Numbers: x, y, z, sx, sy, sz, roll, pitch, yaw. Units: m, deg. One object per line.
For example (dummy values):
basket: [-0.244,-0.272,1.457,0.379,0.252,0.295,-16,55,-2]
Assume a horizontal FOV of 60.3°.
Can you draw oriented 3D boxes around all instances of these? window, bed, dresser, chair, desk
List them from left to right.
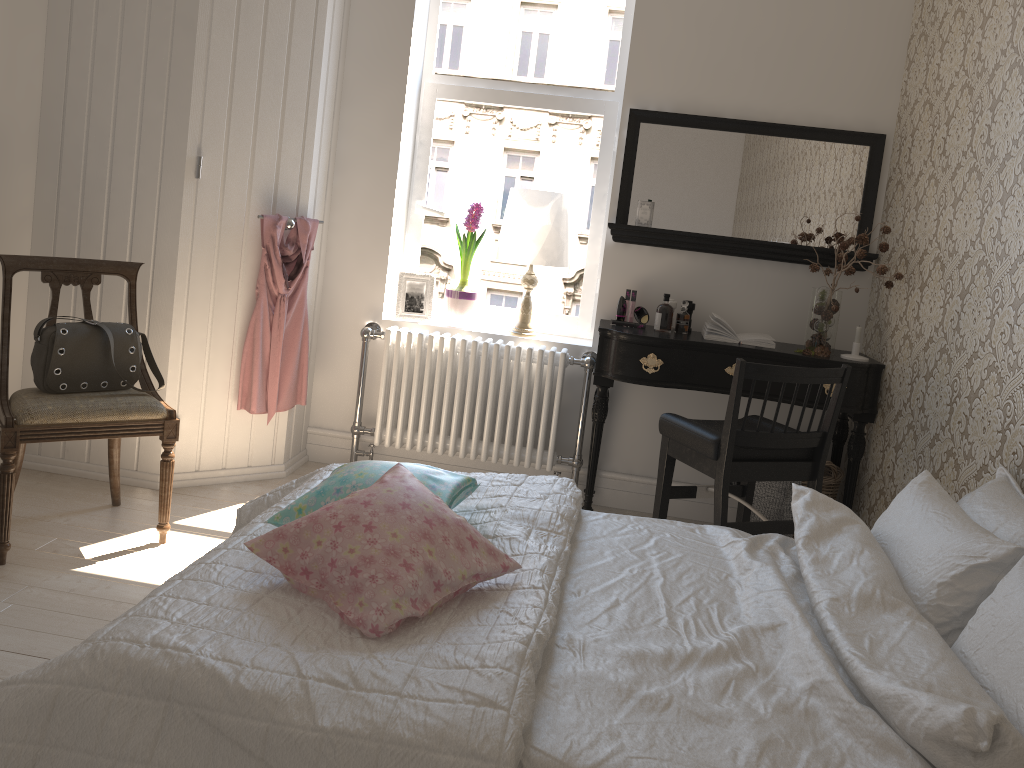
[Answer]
chair: [-1.454,0.047,2.963,0.519,0.883,0.544,2,8,-39]
dresser: [-1.304,-0.923,3.671,1.026,2.560,0.707,7,5,6]
window: [0.017,-1.144,4.091,0.950,1.767,0.111,7,5,7]
bed: [0.144,0.579,1.820,2.214,0.625,1.975,8,10,6]
desk: [0.856,0.232,3.613,1.106,0.816,0.439,8,6,6]
chair: [0.800,0.311,3.054,0.455,0.854,0.463,4,7,-24]

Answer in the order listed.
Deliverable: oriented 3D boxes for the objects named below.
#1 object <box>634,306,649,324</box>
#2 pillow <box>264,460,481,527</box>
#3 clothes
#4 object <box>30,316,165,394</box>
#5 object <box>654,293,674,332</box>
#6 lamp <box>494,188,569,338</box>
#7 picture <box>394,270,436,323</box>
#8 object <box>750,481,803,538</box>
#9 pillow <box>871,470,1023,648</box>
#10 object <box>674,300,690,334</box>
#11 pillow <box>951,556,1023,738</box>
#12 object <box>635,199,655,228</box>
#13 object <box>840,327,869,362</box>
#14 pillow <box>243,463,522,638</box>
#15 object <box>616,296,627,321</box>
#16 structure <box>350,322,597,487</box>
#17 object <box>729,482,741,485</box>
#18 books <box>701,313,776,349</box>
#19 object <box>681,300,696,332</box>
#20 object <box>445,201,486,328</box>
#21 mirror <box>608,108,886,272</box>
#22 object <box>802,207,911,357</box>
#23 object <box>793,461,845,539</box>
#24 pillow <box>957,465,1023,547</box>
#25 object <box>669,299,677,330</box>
object: [0.529,-0.285,3.715,0.082,0.085,0.081,-1,11,-43]
pillow: [-0.289,0.264,1.940,0.363,0.167,0.385,9,10,11]
clothes: [-0.955,-0.264,3.651,0.093,0.869,0.330,10,7,35]
object: [-1.375,-0.100,2.941,0.400,0.246,0.215,-1,10,-39]
object: [0.631,-0.295,3.648,0.070,0.156,0.071,7,6,1]
lamp: [0.087,-0.539,3.963,0.341,0.647,0.343,9,6,18]
picture: [-0.441,-0.395,4.015,0.176,0.224,0.050,5,5,-14]
object: [1.097,0.478,3.570,0.349,0.352,0.293,-1,10,-44]
pillow: [0.938,0.405,1.988,0.204,0.300,0.567,7,9,6]
object: [0.710,-0.278,3.663,0.054,0.137,0.055,1,8,-44]
pillow: [0.869,0.486,1.393,0.202,0.305,0.570,7,9,6]
object: [0.568,-0.731,3.770,0.072,0.120,0.037,8,6,11]
object: [1.347,-0.158,3.448,0.106,0.130,0.105,13,9,41]
pillow: [-0.232,0.302,1.655,0.357,0.200,0.395,14,12,38]
object: [0.464,-0.314,3.737,0.054,0.119,0.031,1,8,-45]
structure: [-0.188,0.134,3.874,1.069,0.676,0.167,8,5,7]
object: [1.059,0.449,3.610,0.367,0.329,0.306,8,8,7]
books: [0.929,-0.224,3.621,0.279,0.095,0.228,8,10,8]
object: [0.745,-0.288,3.756,0.057,0.133,0.058,3,7,-33]
object: [-0.210,-0.548,4.020,0.156,0.572,0.158,6,5,-8]
mirror: [0.987,-0.818,3.707,1.119,0.567,0.067,8,5,7]
object: [1.288,-0.372,3.384,0.316,0.594,0.549,4,8,-23]
object: [1.129,0.464,3.601,0.397,0.428,0.394,13,10,38]
pillow: [1.031,0.436,1.690,0.311,0.351,1.267,8,10,6]
object: [0.664,-0.295,3.739,0.057,0.133,0.058,3,7,-33]
